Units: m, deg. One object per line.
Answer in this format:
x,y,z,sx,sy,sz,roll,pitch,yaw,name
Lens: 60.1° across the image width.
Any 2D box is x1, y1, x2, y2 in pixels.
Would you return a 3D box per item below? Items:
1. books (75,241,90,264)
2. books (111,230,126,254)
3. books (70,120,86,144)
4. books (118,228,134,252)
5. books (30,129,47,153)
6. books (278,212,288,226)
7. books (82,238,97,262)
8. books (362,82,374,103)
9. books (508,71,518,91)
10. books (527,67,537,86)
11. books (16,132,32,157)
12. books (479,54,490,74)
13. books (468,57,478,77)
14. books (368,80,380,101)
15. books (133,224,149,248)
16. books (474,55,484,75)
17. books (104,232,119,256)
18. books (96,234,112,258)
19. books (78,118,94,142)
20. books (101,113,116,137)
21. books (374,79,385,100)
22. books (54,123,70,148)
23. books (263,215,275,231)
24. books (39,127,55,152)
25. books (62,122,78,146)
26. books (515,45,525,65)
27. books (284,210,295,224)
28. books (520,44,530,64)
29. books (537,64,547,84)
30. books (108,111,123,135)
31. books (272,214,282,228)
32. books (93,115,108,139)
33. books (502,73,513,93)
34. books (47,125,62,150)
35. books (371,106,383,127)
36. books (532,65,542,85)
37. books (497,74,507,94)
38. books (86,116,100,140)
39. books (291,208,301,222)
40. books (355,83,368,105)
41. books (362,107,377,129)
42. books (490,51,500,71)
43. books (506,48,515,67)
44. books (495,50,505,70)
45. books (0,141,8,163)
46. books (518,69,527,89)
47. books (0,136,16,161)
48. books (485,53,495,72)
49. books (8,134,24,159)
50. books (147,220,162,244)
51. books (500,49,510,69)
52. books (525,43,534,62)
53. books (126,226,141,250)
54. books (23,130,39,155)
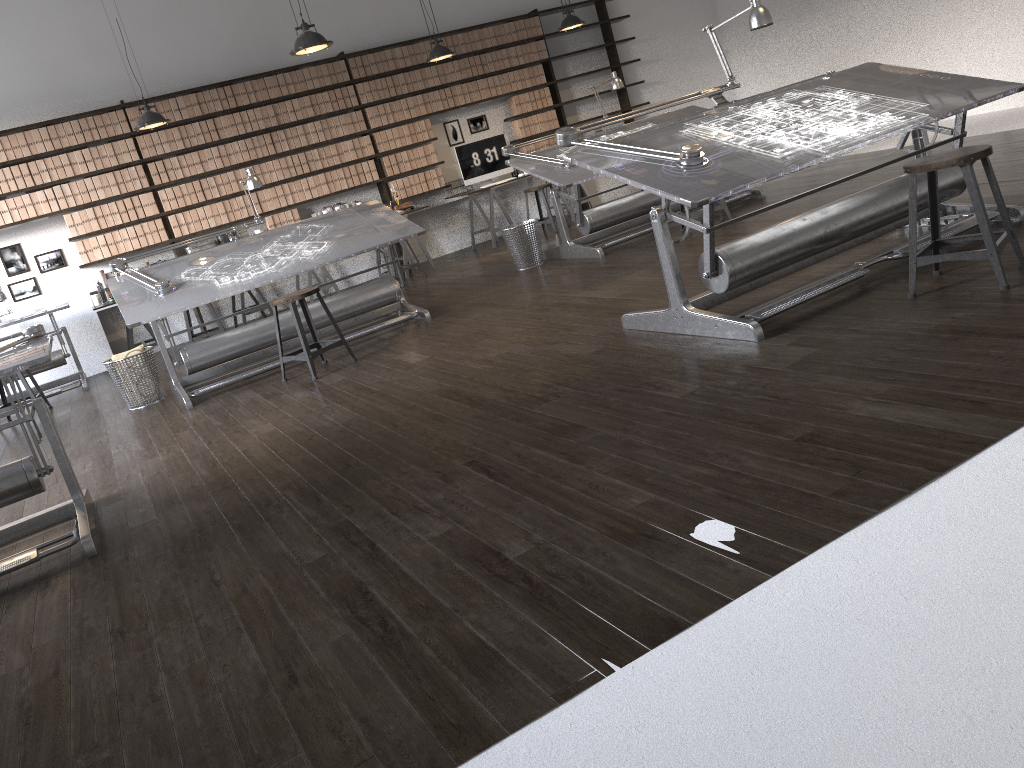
-4.187,-1.280,8.631,0.067,0.223,0.175,-22,14,-23,books
-3.898,-1.402,8.774,0.067,0.223,0.175,-22,14,-23,books
-4.188,-2.420,8.547,0.067,0.223,0.175,-22,14,-23,books
-3.837,-1.427,8.799,0.067,0.223,0.175,-22,14,-23,books
-4.492,-2.294,8.408,0.067,0.223,0.175,-22,14,-23,books
-2.452,-1.719,9.473,0.067,0.223,0.175,-22,14,-23,books
-4.132,-1.304,8.662,0.067,0.223,0.175,-22,14,-23,books
-1.610,-3.205,9.778,0.067,0.223,0.175,-22,14,-23,books
-0.027,-3.585,10.543,0.067,0.223,0.175,-22,14,-23,books
0.201,-3.681,10.655,0.067,0.223,0.175,-22,14,-23,books
-4.601,-2.247,8.354,0.067,0.223,0.175,-22,14,-23,books
-0.354,-3.730,10.375,0.067,0.223,0.175,-22,14,-23,books
-0.481,-3.677,10.315,0.067,0.223,0.175,-22,14,-23,books
-1.548,-3.231,9.807,0.067,0.223,0.175,-22,14,-23,books
-3.712,-1.478,8.853,0.067,0.223,0.175,-22,14,-23,books
-0.415,-3.703,10.340,0.067,0.223,0.175,-22,14,-23,books
-3.957,-1.377,8.744,0.067,0.223,0.175,-22,14,-23,books
-4.015,-1.352,8.713,0.067,0.223,0.175,-22,14,-23,books
-4.126,-2.445,8.576,0.067,0.223,0.175,-22,14,-23,books
-3.952,-2.520,8.666,0.067,0.223,0.175,-22,14,-23,books
-1.496,-3.254,9.836,0.067,0.223,0.175,-22,14,-23,books
-4.312,-2.370,8.497,0.067,0.223,0.175,-22,14,-23,books
-2.567,-1.669,9.412,0.067,0.223,0.175,-22,14,-23,books
-4.429,-2.320,8.436,0.067,0.223,0.175,-22,14,-23,books
-4.251,-2.394,8.521,0.067,0.223,0.175,-22,14,-23,books
0.060,-3.901,10.563,0.067,0.223,0.175,-22,14,-23,books
-2.389,-1.744,9.497,0.067,0.223,0.175,-22,14,-23,books
0.118,-3.927,10.595,0.067,0.223,0.175,-22,14,-23,books
0.323,-3.731,10.708,0.067,0.223,0.175,-22,14,-23,books
-3.891,-2.544,8.691,0.067,0.223,0.175,-22,14,-23,books
-2.512,-1.694,9.444,0.067,0.223,0.175,-22,14,-23,books
-4.011,-2.495,8.636,0.067,0.223,0.175,-22,14,-23,books
-0.089,-3.560,10.518,0.067,0.223,0.175,-22,14,-23,books
-4.371,-2.345,8.467,0.067,0.223,0.175,-22,14,-23,books
-1.525,-2.960,9.838,0.067,0.223,0.175,-22,14,-23,books
0.261,-3.706,10.684,0.067,0.223,0.175,-22,14,-23,books
-0.149,-3.535,10.492,0.067,0.223,0.175,-22,14,-23,books
-4.074,-2.468,8.606,0.067,0.223,0.175,-22,14,-23,books
-2.331,-1.769,9.530,0.067,0.223,0.175,-22,14,-23,books
-1.673,-3.180,9.752,0.067,0.223,0.175,-22,14,-23,books
-1.581,-2.938,9.817,0.067,0.223,0.175,-22,14,-23,books
-0.233,-3.781,10.431,0.067,0.223,0.175,-22,14,-23,books
-0.057,-3.854,10.512,0.067,0.223,0.175,-22,14,-23,books
-0.172,-3.806,10.460,0.067,0.223,0.175,-22,14,-23,books
-4.780,-2.173,8.272,0.067,0.223,0.175,-22,14,-23,books
0.087,-3.633,10.600,0.067,0.223,0.175,-22,14,-23,books
-4.722,-2.199,8.304,0.067,0.223,0.175,-22,14,-23,books
-0.291,-3.755,10.399,0.067,0.223,0.175,-22,14,-23,books
-4.661,-2.224,8.332,0.067,0.223,0.175,-22,14,-23,books
-3.605,-1.524,8.911,0.067,0.223,0.175,-22,14,-23,books
-0.112,-3.829,10.482,0.067,0.223,0.175,-22,14,-23,books
0.177,-3.952,10.625,0.067,0.223,0.175,-22,14,-23,books
-3.773,-1.452,8.825,0.067,0.223,0.175,-22,14,-23,books
-4.546,-2.272,8.385,0.067,0.223,0.175,-22,14,-23,books
